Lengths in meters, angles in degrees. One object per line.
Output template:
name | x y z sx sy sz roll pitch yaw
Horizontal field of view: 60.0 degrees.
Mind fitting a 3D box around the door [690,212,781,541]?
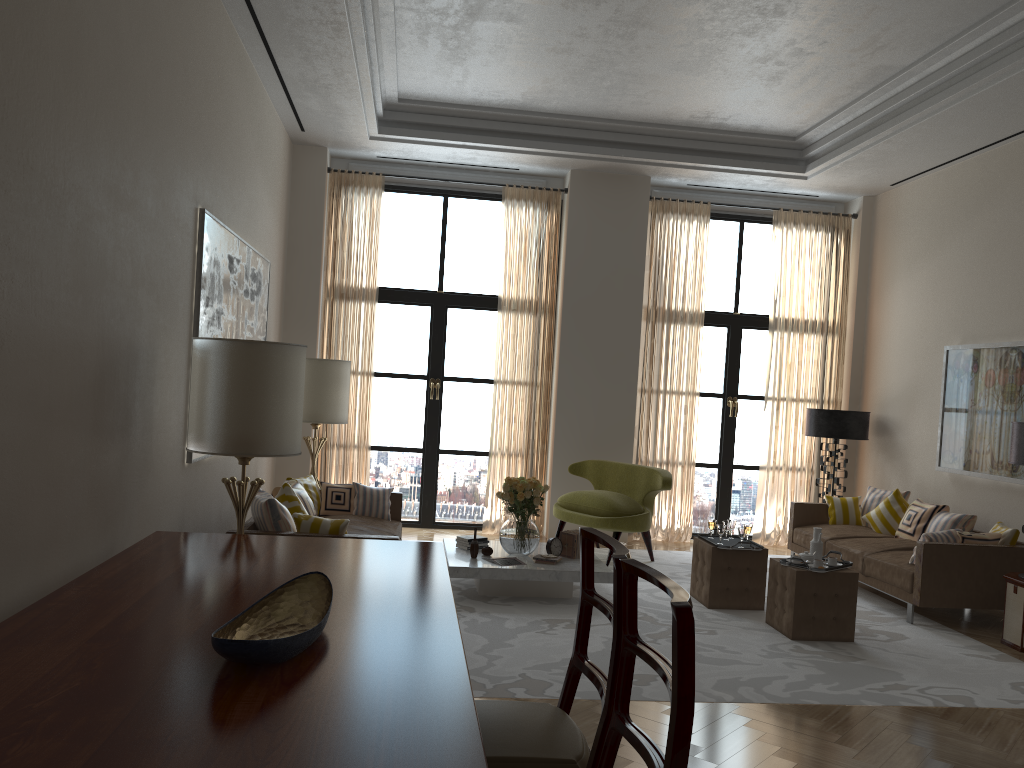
door | 3.223 -0.073 12.926 3.086 4.770 0.239 3 1 -7

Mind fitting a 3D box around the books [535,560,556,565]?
books | 0.344 1.758 8.828 0.197 0.025 0.256 3 0 11

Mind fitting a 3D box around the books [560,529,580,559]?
books | 0.650 1.660 9.202 0.210 0.265 0.282 4 1 44

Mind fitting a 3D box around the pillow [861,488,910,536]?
pillow | 4.599 1.568 10.713 0.766 0.617 0.355 4 1 37

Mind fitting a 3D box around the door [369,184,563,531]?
door | -1.036 -0.335 12.430 3.258 4.770 0.239 3 1 -7

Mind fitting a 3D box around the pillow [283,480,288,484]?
pillow | -2.101 1.253 8.571 0.371 0.566 0.659 3 0 -11

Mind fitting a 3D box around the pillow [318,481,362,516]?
pillow | -1.870 1.269 9.561 0.464 0.412 0.303 3 1 -8

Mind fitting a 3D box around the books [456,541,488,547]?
books | -0.419 1.672 9.298 0.262 0.025 0.207 4 0 -44

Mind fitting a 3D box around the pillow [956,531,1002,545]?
pillow | 4.554 1.657 8.792 0.464 0.412 0.303 3 1 -8

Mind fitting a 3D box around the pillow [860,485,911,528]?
pillow | 4.630 1.589 11.117 0.355 0.576 0.623 3 1 -28

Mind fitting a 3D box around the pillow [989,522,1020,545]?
pillow | 4.877 1.645 8.918 0.296 0.476 0.515 4 1 15

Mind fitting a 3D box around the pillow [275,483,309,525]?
pillow | -1.903 1.157 7.635 0.766 0.617 0.355 4 1 37

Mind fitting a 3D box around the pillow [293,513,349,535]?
pillow | -1.530 1.256 7.131 0.482 0.433 0.318 4 1 3

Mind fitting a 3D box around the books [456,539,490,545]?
books | -0.416 1.647 9.311 0.281 0.025 0.229 4 0 -42

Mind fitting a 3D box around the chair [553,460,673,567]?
chair | 1.128 1.598 11.055 1.030 1.214 1.788 3 1 -39

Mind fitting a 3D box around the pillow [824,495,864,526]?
pillow | 4.217 1.626 11.221 0.482 0.433 0.318 4 1 3

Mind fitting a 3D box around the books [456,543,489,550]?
books | -0.418 1.702 9.310 0.281 0.035 0.207 4 0 -40

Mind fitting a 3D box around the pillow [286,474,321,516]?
pillow | -2.189 1.217 9.434 0.296 0.476 0.515 4 1 15

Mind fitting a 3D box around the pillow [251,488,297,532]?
pillow | -1.936 1.170 7.232 0.355 0.576 0.623 3 1 -28

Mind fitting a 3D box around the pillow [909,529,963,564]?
pillow | 4.188 1.631 8.785 0.498 0.428 0.326 3 1 -19

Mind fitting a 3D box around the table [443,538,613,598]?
table | 0.097 1.928 9.154 1.584 0.343 1.499 4 0 -7

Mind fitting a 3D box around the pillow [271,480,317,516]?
pillow | -1.994 1.194 8.198 0.403 0.547 0.617 3 0 -3

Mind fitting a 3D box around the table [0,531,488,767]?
table | -1.158 1.495 3.802 1.800 1.027 3.798 3 0 -7

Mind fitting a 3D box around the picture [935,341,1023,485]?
picture | 5.265 0.294 9.386 0.080 1.481 2.265 3 0 -8

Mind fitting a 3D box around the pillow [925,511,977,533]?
pillow | 4.785 1.679 9.783 0.371 0.566 0.659 3 0 -11

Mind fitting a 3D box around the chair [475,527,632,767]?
chair | -0.052 1.312 3.291 0.878 1.506 0.655 3 1 -7

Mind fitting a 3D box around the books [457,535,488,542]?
books | -0.420 1.619 9.301 0.260 0.030 0.206 4 0 -40

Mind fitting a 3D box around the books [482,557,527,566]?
books | -0.077 1.726 8.702 0.281 0.038 0.383 4 0 -34

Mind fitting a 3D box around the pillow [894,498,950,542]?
pillow | 4.686 1.610 10.152 0.403 0.547 0.617 3 0 -3

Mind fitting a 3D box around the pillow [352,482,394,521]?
pillow | -1.503 1.288 9.567 0.498 0.428 0.326 3 1 -19

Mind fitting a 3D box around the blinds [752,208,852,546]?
blinds | 4.189 -0.027 12.811 1.242 4.877 0.418 3 1 -5

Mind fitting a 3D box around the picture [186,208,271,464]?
picture | -2.634 -0.376 8.461 0.045 2.000 3.059 3 0 -6

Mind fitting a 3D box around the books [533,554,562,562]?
books | 0.356 1.735 8.829 0.255 0.026 0.202 3 0 18

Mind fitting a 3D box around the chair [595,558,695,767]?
chair | 0.033 1.314 2.649 0.878 1.506 0.655 3 1 -7
